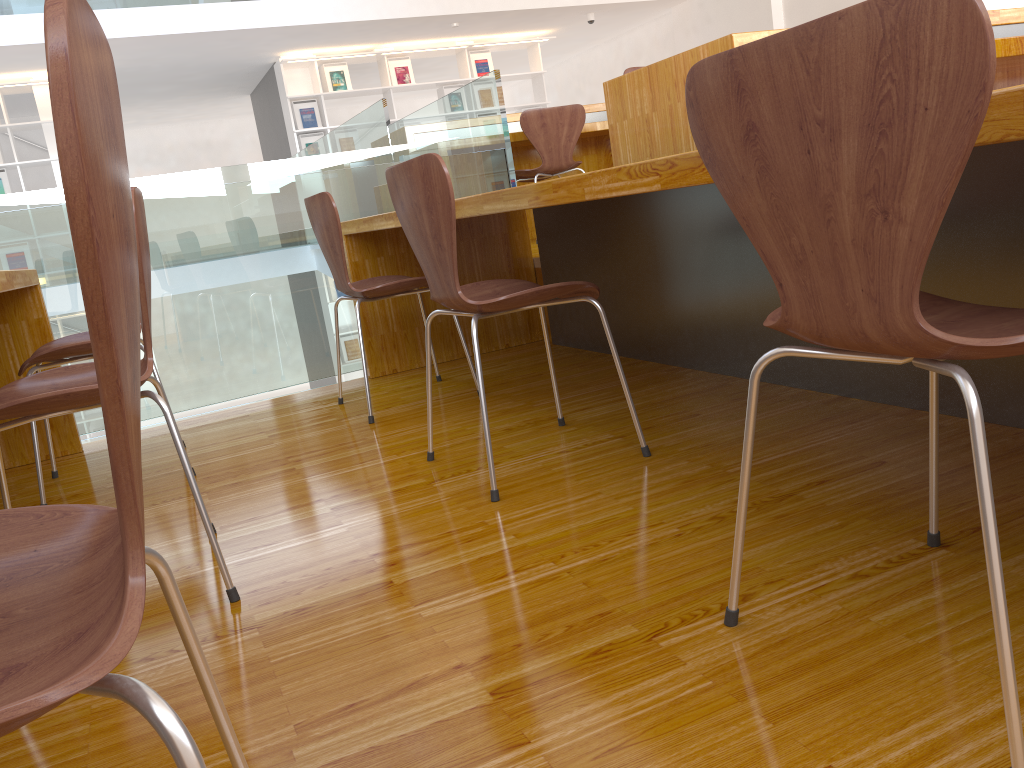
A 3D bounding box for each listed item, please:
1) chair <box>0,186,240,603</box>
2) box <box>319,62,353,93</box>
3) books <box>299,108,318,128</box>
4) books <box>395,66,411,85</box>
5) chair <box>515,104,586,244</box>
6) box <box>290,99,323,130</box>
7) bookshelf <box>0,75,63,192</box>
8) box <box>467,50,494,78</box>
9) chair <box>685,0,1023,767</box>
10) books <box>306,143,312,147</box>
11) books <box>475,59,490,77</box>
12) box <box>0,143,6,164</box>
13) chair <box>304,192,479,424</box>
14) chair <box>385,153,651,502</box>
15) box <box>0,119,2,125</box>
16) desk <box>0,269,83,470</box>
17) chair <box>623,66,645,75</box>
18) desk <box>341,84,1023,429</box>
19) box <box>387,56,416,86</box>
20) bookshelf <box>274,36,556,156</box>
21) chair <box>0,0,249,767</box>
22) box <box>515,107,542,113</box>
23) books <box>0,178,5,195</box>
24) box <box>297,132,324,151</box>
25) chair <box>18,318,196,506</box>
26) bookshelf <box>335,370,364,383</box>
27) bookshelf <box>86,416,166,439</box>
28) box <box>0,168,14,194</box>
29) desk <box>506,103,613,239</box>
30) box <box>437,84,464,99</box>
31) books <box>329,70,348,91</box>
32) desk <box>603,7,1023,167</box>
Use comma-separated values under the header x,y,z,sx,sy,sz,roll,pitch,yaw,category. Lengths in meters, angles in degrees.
x,y,z,sx,sy,sz,roll,pitch,yaw,category
-0.762,0.043,1.540,0.381,0.693,0.428,-14,12,-22,chair
-1.803,-3.120,9.087,0.245,0.296,0.274,-14,12,-22,box
-2.044,-2.667,8.924,0.145,0.210,0.037,-14,12,-22,books
-1.136,-3.203,9.256,0.145,0.210,0.037,-14,12,-22,books
0.199,-1.149,4.910,0.428,0.693,0.381,-14,12,-22,chair
-2.096,-2.719,9.011,0.245,0.296,0.274,-14,12,-22,box
-5.411,-1.556,7.633,3.666,1.836,0.498,-14,12,-22,bookshelf
-0.357,-3.469,9.677,0.245,0.296,0.274,-14,12,-22,box
0.476,-0.038,0.965,0.381,0.693,0.428,-14,12,-22,chair
-1.998,-2.339,8.988,0.145,0.210,0.037,-14,12,-22,books
-0.315,-3.402,9.591,0.145,0.210,0.037,-14,12,-22,books
-4.684,-2.078,7.887,0.245,0.296,0.274,-14,12,-22,box
-0.395,-0.281,2.850,0.381,0.693,0.428,-14,12,-22,chair
-0.006,-0.164,1.968,0.381,0.693,0.428,-14,12,-22,chair
-4.691,-2.407,7.840,0.245,0.296,0.274,-14,12,-22,box
-1.367,0.456,1.252,1.248,1.022,3.216,-14,12,-22,desk
0.738,-0.962,3.565,0.428,0.693,0.381,-14,12,-22,chair
0.401,-0.200,2.040,0.760,0.606,3.356,-14,12,-22,desk
-1.189,-3.269,9.334,0.245,0.296,0.274,-14,12,-22,box
-0.835,-2.664,9.497,2.984,1.836,0.498,-14,12,-22,bookshelf
-0.354,0.185,0.521,0.381,0.693,0.428,-14,12,-22,chair
0.219,-2.949,9.999,0.245,0.296,0.274,-14,12,-22,box
-4.585,-1.712,7.862,0.145,0.210,0.037,-14,12,-22,books
-2.039,-2.402,9.078,0.245,0.296,0.274,-14,12,-22,box
-1.151,-0.074,2.423,0.381,0.693,0.428,-14,12,-22,chair
-0.517,-0.668,9.902,2.984,1.836,0.498,-14,12,-22,bookshelf
-5.113,0.433,8.084,3.666,1.836,0.397,-14,12,-22,bookshelf
-4.632,-1.760,7.952,0.245,0.296,0.274,-14,12,-22,box
0.844,-1.487,5.898,3.196,0.757,1.248,-14,12,-22,desk
-0.633,-3.072,9.608,0.245,0.296,0.274,-14,12,-22,box
-1.760,-3.068,8.999,0.145,0.210,0.037,-14,12,-22,books
2.074,-1.008,3.346,3.194,0.762,1.247,-14,12,-22,desk
